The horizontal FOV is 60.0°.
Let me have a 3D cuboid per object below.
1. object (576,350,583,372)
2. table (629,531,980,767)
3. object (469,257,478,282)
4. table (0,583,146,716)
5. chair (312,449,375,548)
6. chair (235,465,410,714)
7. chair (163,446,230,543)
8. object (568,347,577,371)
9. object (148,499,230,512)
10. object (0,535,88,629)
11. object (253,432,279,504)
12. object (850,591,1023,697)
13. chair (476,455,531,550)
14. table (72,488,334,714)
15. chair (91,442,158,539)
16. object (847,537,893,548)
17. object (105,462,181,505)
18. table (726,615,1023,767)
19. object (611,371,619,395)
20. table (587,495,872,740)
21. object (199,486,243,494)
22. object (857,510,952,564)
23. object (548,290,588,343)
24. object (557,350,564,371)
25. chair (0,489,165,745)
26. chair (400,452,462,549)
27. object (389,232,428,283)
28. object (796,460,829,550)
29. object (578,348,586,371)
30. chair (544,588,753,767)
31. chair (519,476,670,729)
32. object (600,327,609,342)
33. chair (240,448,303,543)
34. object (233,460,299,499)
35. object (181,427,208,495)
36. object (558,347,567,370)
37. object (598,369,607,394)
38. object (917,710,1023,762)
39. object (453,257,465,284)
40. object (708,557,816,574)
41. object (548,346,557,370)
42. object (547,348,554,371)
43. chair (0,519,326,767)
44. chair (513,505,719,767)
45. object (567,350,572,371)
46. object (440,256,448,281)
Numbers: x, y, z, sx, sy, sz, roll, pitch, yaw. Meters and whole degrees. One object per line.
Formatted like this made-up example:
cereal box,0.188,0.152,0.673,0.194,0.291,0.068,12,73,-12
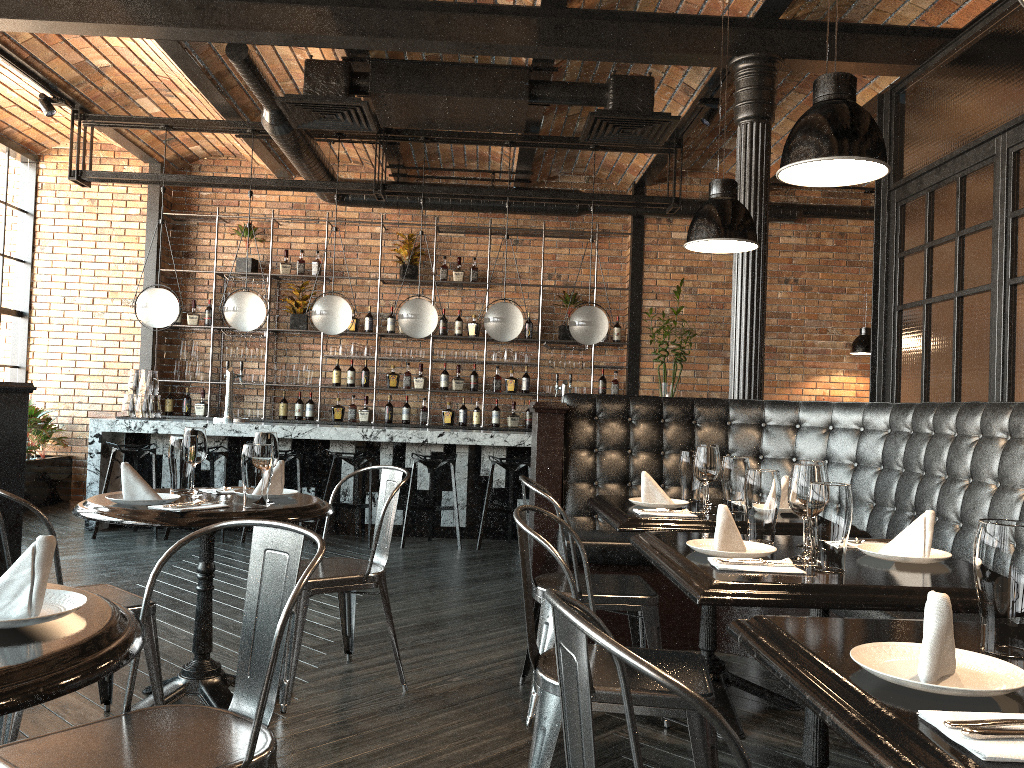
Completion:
object,0.732,-0.255,9.498,0.092,0.244,0.092,1,-2,37
table,0.802,0.833,2.330,0.872,0.758,0.872,2,-1,-2
object,-0.404,-1.202,9.407,0.083,0.282,0.083,3,-2,-17
table,-1.024,0.739,1.304,0.866,0.758,0.866,3,-2,-38
chair,-1.275,0.886,7.037,0.475,0.737,0.414,2,-1,8
chair,-0.723,0.757,3.516,0.558,0.857,0.504,3,-2,-37
chair,-2.417,0.843,6.998,0.475,0.737,0.414,2,-1,3
object,0.634,-0.263,9.330,0.092,0.244,0.092,1,-2,37
object,-1.032,0.391,2.883,0.157,0.019,0.255,1,-2,28
object,-0.804,0.307,1.415,0.232,0.139,0.232,1,-2,43
object,-0.857,0.289,3.076,0.092,0.244,0.092,2,-1,-3
object,0.608,0.356,1.267,0.232,0.139,0.232,1,-2,31
chair,-0.016,0.934,7.081,0.475,0.737,0.414,2,-1,3
table,-1.089,0.784,3.138,0.866,0.758,0.866,3,-2,-38
chair,-2.988,0.821,6.978,0.475,0.737,0.414,2,-1,-12
object,1.015,0.460,2.587,0.255,0.019,0.157,2,-1,-2
object,-1.226,0.331,2.956,0.232,0.139,0.232,1,-2,42
table,0.840,0.807,1.241,0.872,0.758,0.872,2,-1,-2
object,1.099,-0.001,9.432,0.083,0.282,0.083,2,-1,8
table,0.763,0.860,3.432,0.872,0.758,0.872,2,-1,-2
object,-1.088,0.402,3.386,0.255,0.019,0.157,3,-2,-41
object,1.045,0.400,2.365,0.232,0.139,0.232,3,-2,-31
object,0.616,-0.728,9.398,0.374,0.560,0.398,3,-2,-30
object,0.529,-0.263,9.491,0.092,0.244,0.092,1,-2,37
chair,-1.419,0.712,2.768,0.504,0.857,0.558,1,-2,43
chair,-0.635,0.910,7.059,0.475,0.737,0.414,2,-1,-7
object,-1.104,-1.349,9.423,0.425,0.526,0.430,2,-1,0
object,0.840,0.337,2.486,0.092,0.244,0.092,2,-2,15
object,0.738,-0.259,9.334,0.092,0.244,0.092,1,-2,37
chair,0.319,0.738,1.255,0.558,0.857,0.504,2,-1,-12
chair,0.291,0.791,3.387,0.558,0.857,0.504,2,-1,-2
object,0.986,-0.576,9.442,0.083,0.282,0.083,2,-2,13
chair,-1.855,0.864,7.017,0.475,0.737,0.414,2,-1,-7
object,-0.903,0.351,3.264,0.232,0.139,0.232,3,-2,-32
object,-1.166,0.282,3.250,0.092,0.244,0.092,2,-1,-3
object,0.535,-0.267,9.327,0.092,0.244,0.092,1,-2,37
object,0.963,-0.014,9.430,0.086,0.299,0.086,4,-2,-43
object,0.629,0.405,1.034,0.255,0.019,0.157,2,-1,-2
object,-0.562,-1.206,9.403,0.123,0.279,0.123,2,-1,2
object,0.608,0.433,2.142,0.255,0.019,0.157,2,-1,3
object,0.425,-0.271,9.323,0.092,0.244,0.092,1,-2,37
object,0.419,-0.267,9.488,0.092,0.244,0.092,1,-2,37
chair,-0.677,0.711,1.679,0.504,0.857,0.558,1,-2,38
chair,0.271,0.763,2.305,0.558,0.857,0.504,2,-1,8
object,0.628,-0.259,9.495,0.092,0.244,0.092,1,-2,37
object,-0.717,-1.214,9.397,0.083,0.282,0.083,2,-1,-2
